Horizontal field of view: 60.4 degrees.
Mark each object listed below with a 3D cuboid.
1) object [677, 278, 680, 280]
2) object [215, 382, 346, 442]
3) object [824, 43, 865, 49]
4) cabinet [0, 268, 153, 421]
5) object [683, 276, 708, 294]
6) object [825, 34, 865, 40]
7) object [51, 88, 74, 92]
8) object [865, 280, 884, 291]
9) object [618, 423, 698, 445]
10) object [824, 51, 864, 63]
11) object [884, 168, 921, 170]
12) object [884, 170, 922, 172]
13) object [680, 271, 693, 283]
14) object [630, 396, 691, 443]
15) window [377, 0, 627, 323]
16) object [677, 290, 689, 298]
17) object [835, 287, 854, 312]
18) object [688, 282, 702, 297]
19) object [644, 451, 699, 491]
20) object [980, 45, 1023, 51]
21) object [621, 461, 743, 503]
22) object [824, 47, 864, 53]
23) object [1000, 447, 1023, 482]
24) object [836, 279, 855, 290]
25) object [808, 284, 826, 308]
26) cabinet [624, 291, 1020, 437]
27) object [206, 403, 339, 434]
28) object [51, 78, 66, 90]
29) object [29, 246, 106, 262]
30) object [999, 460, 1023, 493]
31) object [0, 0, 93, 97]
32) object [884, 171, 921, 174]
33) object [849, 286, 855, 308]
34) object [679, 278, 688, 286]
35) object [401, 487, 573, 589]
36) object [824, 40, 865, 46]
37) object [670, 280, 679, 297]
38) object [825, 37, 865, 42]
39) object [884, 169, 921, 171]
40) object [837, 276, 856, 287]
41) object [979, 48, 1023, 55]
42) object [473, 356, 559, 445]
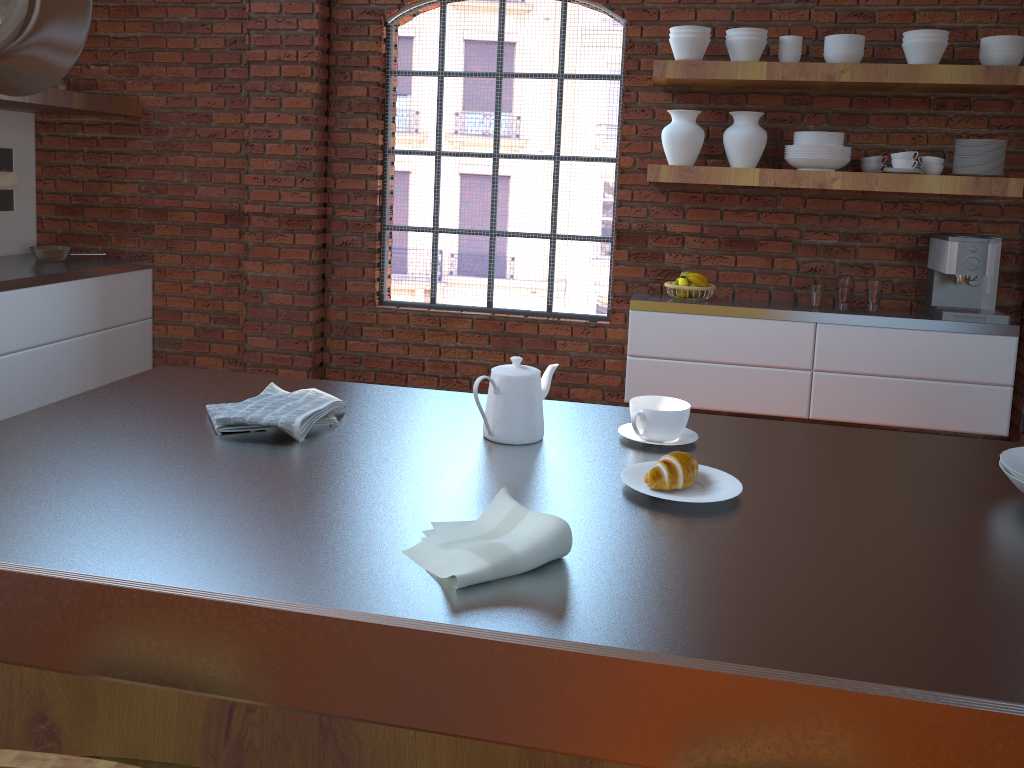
[{"bbox_3d":[0.795,-0.479,4.145,0.045,0.046,0.056,11,14,42],"label":"object"},{"bbox_3d":[-0.442,0.052,1.711,0.165,0.049,0.236,5,13,10],"label":"object"},{"bbox_3d":[1.447,-1.442,3.840,0.165,0.060,0.169,3,12,5],"label":"object"},{"bbox_3d":[-2.518,-0.044,3.945,0.712,0.803,2.020,4,12,10],"label":"cabinet"},{"bbox_3d":[0.856,-0.448,4.029,0.177,0.093,0.065,-8,13,-42],"label":"object"},{"bbox_3d":[1.449,-1.480,3.836,0.165,0.060,0.169,3,12,5],"label":"object"},{"bbox_3d":[-2.315,-1.463,4.393,0.195,0.032,0.228,4,13,9],"label":"object"},{"bbox_3d":[1.597,-0.402,3.881,0.078,0.102,0.078,6,10,22],"label":"object"},{"bbox_3d":[0.282,0.101,1.704,0.155,0.012,0.155,13,17,38],"label":"object"},{"bbox_3d":[1.446,-1.413,3.843,0.165,0.060,0.169,3,12,5],"label":"object"},{"bbox_3d":[1.688,-0.925,3.806,0.154,0.012,0.156,-5,15,-28],"label":"object"},{"bbox_3d":[1.687,-0.916,3.807,0.154,0.012,0.156,-5,15,-28],"label":"object"},{"bbox_3d":[0.818,-0.495,4.101,0.069,0.060,0.070,8,11,27],"label":"object"},{"bbox_3d":[0.280,0.071,1.700,0.124,0.068,0.118,1,11,-5],"label":"object"},{"bbox_3d":[3.600,-1.176,6.092,17.417,9.781,3.686,3,7,1],"label":"window"},{"bbox_3d":[0.787,-0.416,4.041,0.056,0.045,0.046,12,14,43],"label":"object"},{"bbox_3d":[1.465,-0.371,3.888,0.078,0.102,0.078,10,12,40],"label":"object"},{"bbox_3d":[0.840,-0.435,4.066,0.077,0.064,0.078,12,14,43],"label":"object"},{"bbox_3d":[0.266,0.138,1.436,0.062,0.050,0.139,8,14,29],"label":"object"},{"bbox_3d":[2.062,-1.385,3.710,0.166,0.060,0.168,-8,16,-39],"label":"object"},{"bbox_3d":[0.275,0.163,1.432,0.196,0.013,0.197,10,15,31],"label":"object"},{"bbox_3d":[1.446,-1.429,3.841,0.165,0.060,0.169,3,12,5],"label":"object"},{"bbox_3d":[0.931,0.168,1.394,0.281,0.054,0.287,-2,14,-17],"label":"object"},{"bbox_3d":[1.467,-0.408,3.884,0.078,0.102,0.078,10,12,40],"label":"object"},{"bbox_3d":[1.377,-0.395,3.981,0.077,0.102,0.079,-1,9,-19],"label":"object"},{"bbox_3d":[1.352,-0.116,4.019,1.624,0.469,0.342,5,9,11],"label":"cabinet"},{"bbox_3d":[-0.474,0.061,1.732,0.232,0.026,0.168,-3,14,-24],"label":"object"},{"bbox_3d":[-2.303,-1.557,4.438,0.094,0.189,0.094,-3,9,-35],"label":"object"},{"bbox_3d":[-2.302,-0.668,4.547,0.348,0.073,0.198,0,12,-9],"label":"object"},{"bbox_3d":[0.930,0.179,1.395,0.281,0.054,0.287,-2,14,-17],"label":"object"},{"bbox_3d":[-0.713,-0.624,1.210,0.265,0.438,0.070,5,7,16],"label":"object"},{"bbox_3d":[1.687,-0.913,3.807,0.154,0.012,0.156,-5,15,-28],"label":"object"},{"bbox_3d":[1.512,-0.395,3.998,0.078,0.102,0.078,10,12,40],"label":"object"},{"bbox_3d":[0.789,-0.465,4.047,0.045,0.052,0.052,2,10,-1],"label":"object"},{"bbox_3d":[-0.042,0.189,1.160,0.196,0.060,0.208,-4,14,-26],"label":"object"},{"bbox_3d":[1.448,-1.456,3.838,0.165,0.060,0.169,3,12,5],"label":"object"},{"bbox_3d":[0.772,-0.445,4.096,0.074,0.074,0.074,0,10,-14],"label":"object"},{"bbox_3d":[1.448,-1.467,3.837,0.165,0.060,0.169,3,12,5],"label":"object"},{"bbox_3d":[1.687,-0.921,3.806,0.154,0.012,0.156,-5,15,-28],"label":"object"},{"bbox_3d":[1.514,-0.432,3.994,0.078,0.102,0.078,10,12,40],"label":"object"},{"bbox_3d":[2.062,-1.372,3.711,0.166,0.060,0.168,-8,16,-39],"label":"object"},{"bbox_3d":[0.007,0.023,1.678,0.118,0.153,0.200,5,11,16],"label":"object"}]
